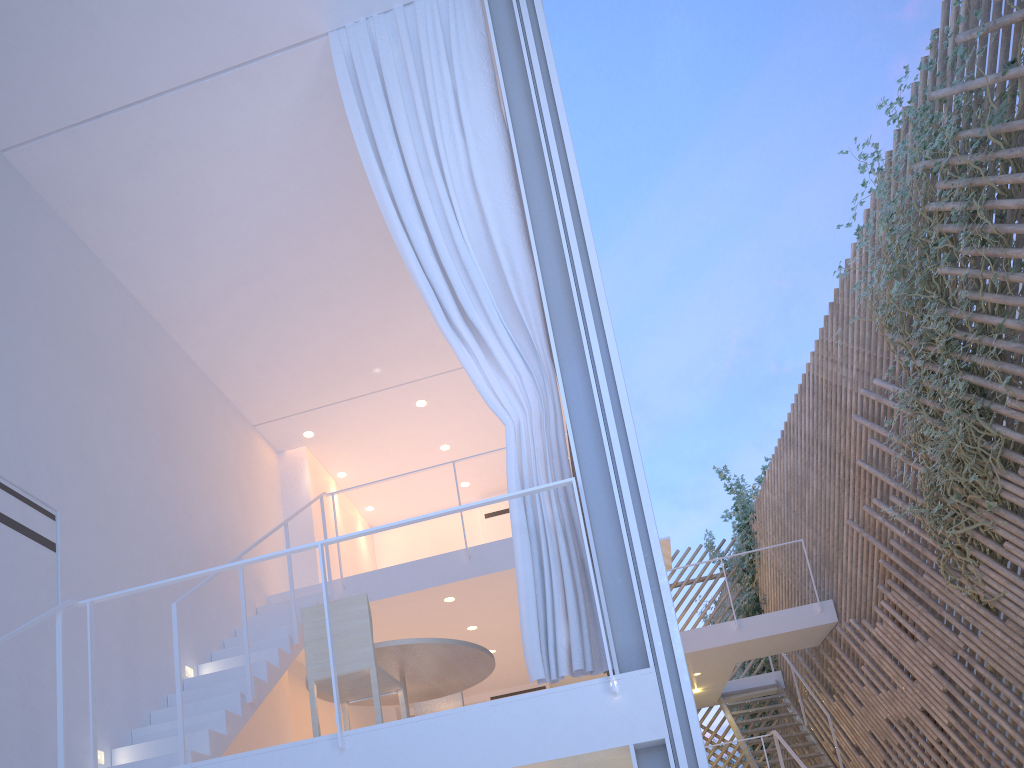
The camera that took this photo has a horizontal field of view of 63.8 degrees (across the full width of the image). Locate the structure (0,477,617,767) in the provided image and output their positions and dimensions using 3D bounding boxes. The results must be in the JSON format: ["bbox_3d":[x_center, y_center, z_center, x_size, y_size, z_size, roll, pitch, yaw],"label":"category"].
[{"bbox_3d":[-0.526,0.716,1.193,1.385,1.530,1.647,-13,-26,7],"label":"structure"}]

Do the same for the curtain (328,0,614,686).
[{"bbox_3d":[-0.171,-0.229,2.326,0.521,2.083,0.108,-12,-16,6],"label":"curtain"}]

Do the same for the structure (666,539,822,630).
[{"bbox_3d":[1.532,1.477,5.807,1.157,0.491,0.030,-15,-17,10],"label":"structure"}]

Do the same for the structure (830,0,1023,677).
[{"bbox_3d":[1.981,-0.212,3.393,0.744,2.322,2.724,-9,-26,-2],"label":"structure"}]

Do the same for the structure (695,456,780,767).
[{"bbox_3d":[2.505,3.342,8.279,1.127,3.866,3.784,-11,-25,4],"label":"structure"}]

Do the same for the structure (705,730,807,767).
[{"bbox_3d":[1.758,2.614,4.445,1.189,1.672,2.265,-10,-27,0],"label":"structure"}]

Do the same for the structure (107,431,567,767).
[{"bbox_3d":[-0.635,0.719,2.073,1.752,2.821,4.193,-12,-28,6],"label":"structure"}]

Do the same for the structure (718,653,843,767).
[{"bbox_3d":[2.075,2.625,6.667,0.539,1.613,1.444,-10,-24,1],"label":"structure"}]
